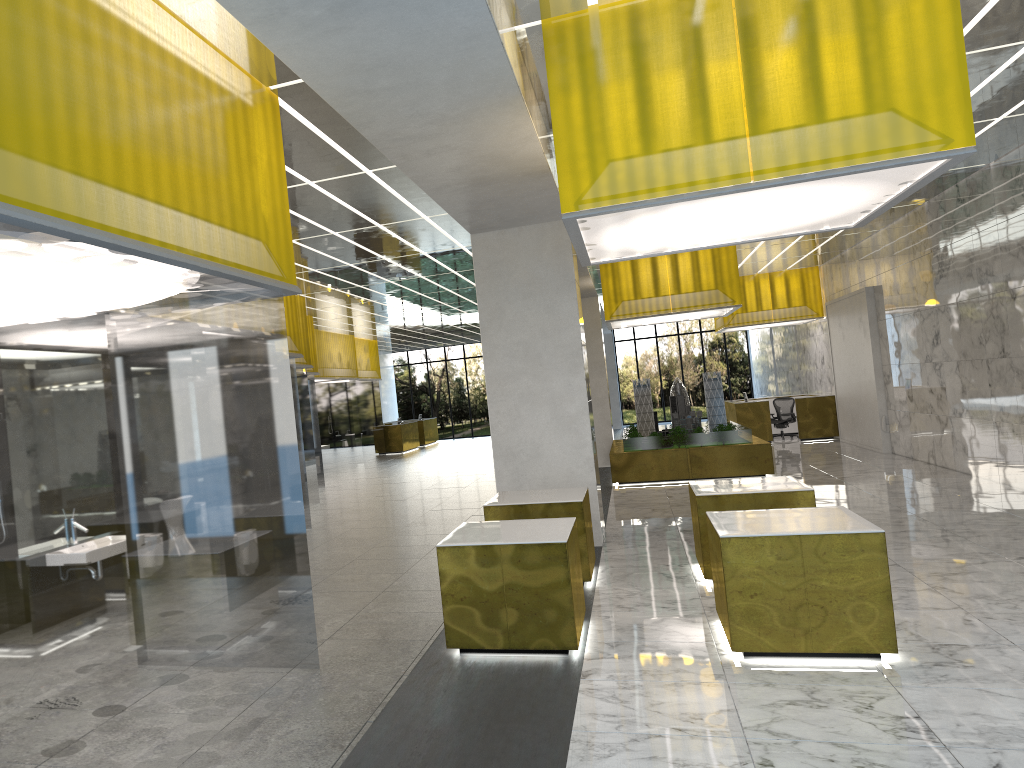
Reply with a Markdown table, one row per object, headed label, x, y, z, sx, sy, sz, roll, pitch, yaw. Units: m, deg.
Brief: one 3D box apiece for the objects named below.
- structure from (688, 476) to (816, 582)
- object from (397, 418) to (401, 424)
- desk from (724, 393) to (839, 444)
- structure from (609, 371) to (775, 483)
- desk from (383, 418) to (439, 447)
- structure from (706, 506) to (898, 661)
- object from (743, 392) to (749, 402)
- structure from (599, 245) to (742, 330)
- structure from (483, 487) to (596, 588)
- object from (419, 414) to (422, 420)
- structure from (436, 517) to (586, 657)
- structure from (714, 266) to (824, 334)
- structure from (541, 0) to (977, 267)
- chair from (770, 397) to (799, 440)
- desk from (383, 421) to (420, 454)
| label | x | y | z | sx | sy | sz | roll | pitch | yaw |
| --- | --- | --- | --- | --- | --- | --- | --- | --- | --- |
| structure | 3.082 | 1.885 | 11.024 | 1.382 | 1.173 | 1.435 | -6 | -1 | 13 |
| object | -6.198 | 2.182 | 46.086 | 0.556 | 0.668 | 0.746 | -6 | -1 | 12 |
| desk | 9.631 | 1.261 | 30.946 | 3.257 | 1.509 | 3.463 | -6 | -1 | 13 |
| structure | 4.602 | 1.040 | 23.459 | 3.911 | 2.571 | 5.126 | -6 | -1 | 12 |
| desk | -6.326 | 2.962 | 51.117 | 3.257 | 1.509 | 3.464 | -6 | -1 | 13 |
| structure | 2.696 | 1.896 | 8.229 | 1.382 | 1.173 | 1.435 | -6 | -1 | 13 |
| object | 8.704 | 0.630 | 31.279 | 0.556 | 0.668 | 0.746 | -6 | -1 | 12 |
| structure | 3.981 | -2.815 | 22.284 | 3.297 | 2.269 | 3.224 | -6 | -1 | 14 |
| structure | 0.420 | 2.147 | 11.957 | 1.382 | 1.173 | 1.435 | -6 | -1 | 13 |
| object | -5.540 | 2.162 | 50.850 | 0.556 | 0.668 | 0.747 | -6 | -1 | 12 |
| structure | 0.035 | 2.158 | 9.167 | 1.382 | 1.173 | 1.435 | -6 | -1 | 13 |
| structure | 9.130 | -3.226 | 31.052 | 3.298 | 2.269 | 3.098 | -6 | -1 | 14 |
| structure | 2.106 | -2.760 | 8.699 | 3.297 | 2.269 | 3.224 | -6 | -1 | 14 |
| chair | 9.735 | 1.244 | 30.760 | 1.195 | 1.494 | 0.966 | -6 | -1 | 38 |
| desk | -6.978 | 2.982 | 46.395 | 3.257 | 1.509 | 3.464 | -6 | -1 | 13 |
